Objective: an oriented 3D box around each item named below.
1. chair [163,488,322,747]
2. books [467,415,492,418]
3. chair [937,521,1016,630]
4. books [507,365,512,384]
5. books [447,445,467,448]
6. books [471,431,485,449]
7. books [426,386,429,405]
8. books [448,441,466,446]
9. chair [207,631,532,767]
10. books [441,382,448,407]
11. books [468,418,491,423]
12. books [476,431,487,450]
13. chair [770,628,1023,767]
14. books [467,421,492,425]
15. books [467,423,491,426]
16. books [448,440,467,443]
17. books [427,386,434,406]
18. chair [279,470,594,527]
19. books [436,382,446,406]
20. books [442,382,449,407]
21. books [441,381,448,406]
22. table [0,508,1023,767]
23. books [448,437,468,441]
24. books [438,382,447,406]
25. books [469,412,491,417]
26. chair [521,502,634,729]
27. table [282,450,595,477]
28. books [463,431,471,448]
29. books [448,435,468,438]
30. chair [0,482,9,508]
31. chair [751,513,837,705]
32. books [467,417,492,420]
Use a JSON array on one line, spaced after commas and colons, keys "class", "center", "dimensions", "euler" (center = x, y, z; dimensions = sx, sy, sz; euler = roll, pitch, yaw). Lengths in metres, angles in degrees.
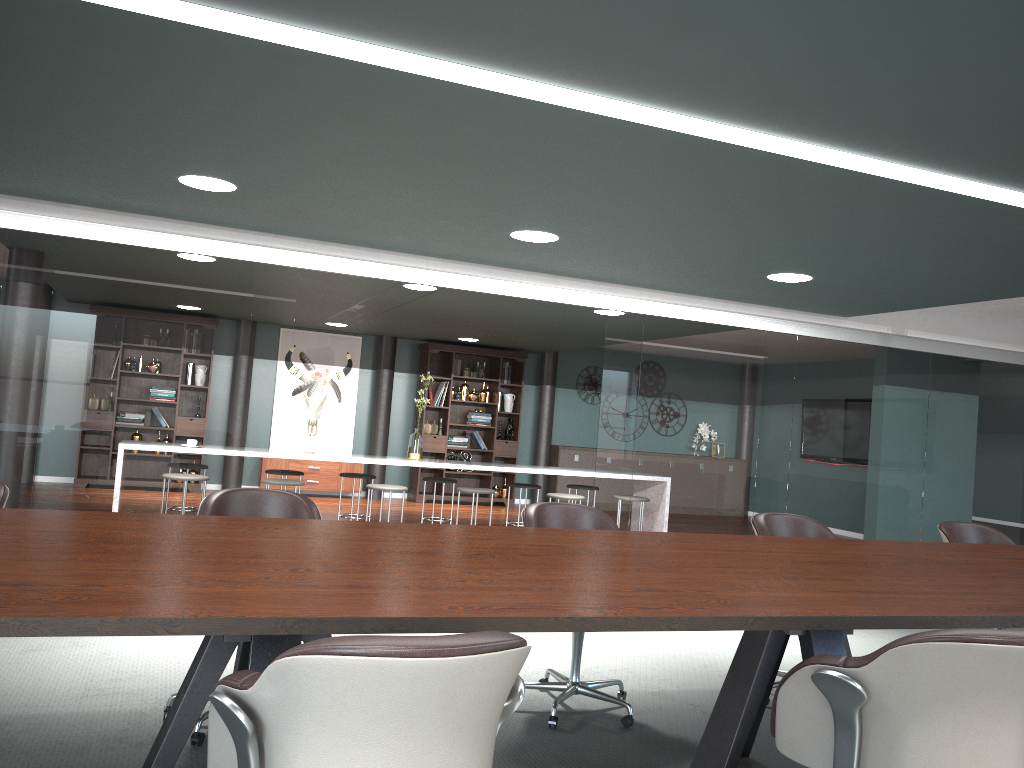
[{"class": "chair", "center": [-0.870, 0.757, 3.018], "dimensions": [0.535, 0.761, 0.518], "euler": [5, -3, -15]}, {"class": "books", "center": [-0.423, 0.423, 11.420], "dimensions": [0.268, 0.016, 0.205], "euler": [6, -3, -21]}, {"class": "chair", "center": [2.285, 1.064, 4.211], "dimensions": [0.535, 0.761, 0.518], "euler": [5, -3, -15]}, {"class": "books", "center": [-0.060, -0.117, 11.561], "dimensions": [0.042, 0.248, 0.194], "euler": [6, -3, -21]}, {"class": "books", "center": [-0.733, 0.790, 11.277], "dimensions": [0.286, 0.027, 0.184], "euler": [6, -3, -21]}, {"class": "books", "center": [-0.450, 0.720, 11.387], "dimensions": [0.176, 0.227, 0.194], "euler": [6, -3, -21]}, {"class": "books", "center": [-1.104, 0.144, 11.161], "dimensions": [0.042, 0.248, 0.194], "euler": [6, -3, -21]}, {"class": "books", "center": [-0.732, 0.754, 11.276], "dimensions": [0.248, 0.042, 0.194], "euler": [6, -3, -21]}, {"class": "chair", "center": [-0.226, 0.741, 1.458], "dimensions": [0.533, 0.761, 0.523], "euler": [7, -4, -45]}, {"class": "books", "center": [-0.881, 0.134, 11.243], "dimensions": [0.063, 0.309, 0.210], "euler": [6, -3, -21]}, {"class": "books", "center": [-0.425, 0.469, 11.424], "dimensions": [0.248, 0.042, 0.194], "euler": [6, -3, -21]}, {"class": "books", "center": [-0.418, 0.722, 11.400], "dimensions": [0.166, 0.228, 0.205], "euler": [6, -3, -21]}, {"class": "chair", "center": [0.849, 0.845, 1.854], "dimensions": [0.535, 0.761, 0.518], "euler": [5, -3, -15]}, {"class": "books", "center": [-0.426, 0.504, 11.424], "dimensions": [0.286, 0.027, 0.184], "euler": [6, -3, -21]}, {"class": "books", "center": [-0.430, 0.526, 11.422], "dimensions": [0.268, 0.016, 0.205], "euler": [6, -3, -21]}, {"class": "books", "center": [-0.730, 0.725, 11.278], "dimensions": [0.268, 0.016, 0.205], "euler": [6, -3, -21]}, {"class": "books", "center": [-1.045, 0.148, 11.184], "dimensions": [0.084, 0.252, 0.194], "euler": [6, -3, -21]}, {"class": "chair", "center": [-0.835, 1.085, 7.520], "dimensions": [4.029, 0.512, 1.479], "euler": [6, -3, -21]}, {"class": "books", "center": [-0.914, 0.128, 11.231], "dimensions": [0.090, 0.316, 0.197], "euler": [6, -3, -21]}, {"class": "books", "center": [-0.871, 0.128, 11.243], "dimensions": [0.062, 0.322, 0.197], "euler": [6, -3, -21]}, {"class": "books", "center": [-0.886, 0.127, 11.239], "dimensions": [0.062, 0.322, 0.197], "euler": [6, -3, -21]}, {"class": "table", "center": [0.107, 0.840, 2.456], "dimensions": [6.694, 0.706, 1.374], "euler": [6, -3, -21]}, {"class": "books", "center": [-0.706, 0.698, 11.287], "dimensions": [0.248, 0.042, 0.194], "euler": [6, -3, -21]}, {"class": "books", "center": [-0.896, 0.133, 11.239], "dimensions": [0.063, 0.309, 0.210], "euler": [6, -3, -21]}, {"class": "books", "center": [-0.416, 0.395, 11.429], "dimensions": [0.248, 0.042, 0.194], "euler": [6, -3, -21]}, {"class": "chair", "center": [0.249, 0.866, 3.441], "dimensions": [0.535, 0.761, 0.518], "euler": [5, -3, -15]}, {"class": "table", "center": [-0.835, 0.987, 7.459], "dimensions": [4.577, 0.699, 0.609], "euler": [6, -3, -21]}, {"class": "books", "center": [-0.586, 0.714, 11.408], "dimensions": [0.063, 0.214, 0.139], "euler": [6, -3, -21]}, {"class": "books", "center": [-0.713, 0.668, 11.285], "dimensions": [0.268, 0.016, 0.205], "euler": [6, -3, -21]}, {"class": "chair", "center": [-1.814, 0.666, 2.661], "dimensions": [0.535, 0.761, 0.518], "euler": [5, -3, 0]}, {"class": "chair", "center": [1.251, 0.963, 3.811], "dimensions": [0.533, 0.761, 0.523], "euler": [7, -3, -39]}, {"class": "books", "center": [-0.423, 0.439, 11.426], "dimensions": [0.268, 0.016, 0.205], "euler": [6, -3, -21]}]
